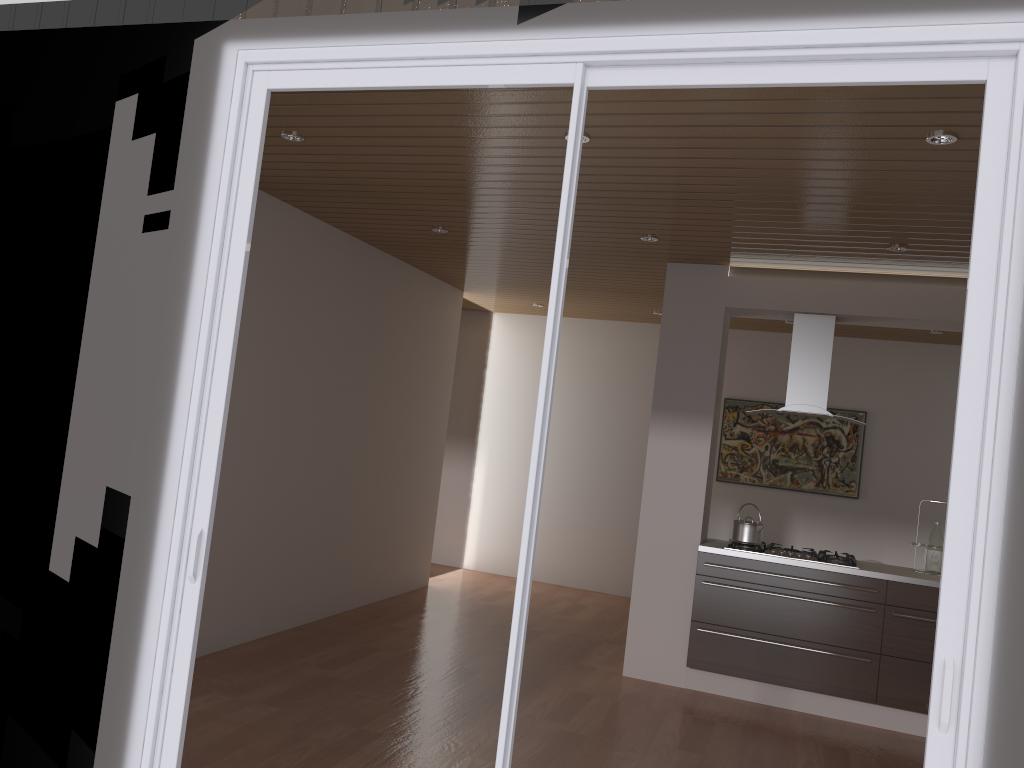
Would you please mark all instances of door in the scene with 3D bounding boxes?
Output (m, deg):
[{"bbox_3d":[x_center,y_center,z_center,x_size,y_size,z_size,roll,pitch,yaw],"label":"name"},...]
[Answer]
[{"bbox_3d":[0.065,0.270,2.471,2.300,2.700,0.101,6,-3,19],"label":"door"}]

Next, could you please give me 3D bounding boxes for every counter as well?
[{"bbox_3d":[2.066,1.097,4.871,2.150,0.036,1.850,6,-3,19],"label":"counter"}]

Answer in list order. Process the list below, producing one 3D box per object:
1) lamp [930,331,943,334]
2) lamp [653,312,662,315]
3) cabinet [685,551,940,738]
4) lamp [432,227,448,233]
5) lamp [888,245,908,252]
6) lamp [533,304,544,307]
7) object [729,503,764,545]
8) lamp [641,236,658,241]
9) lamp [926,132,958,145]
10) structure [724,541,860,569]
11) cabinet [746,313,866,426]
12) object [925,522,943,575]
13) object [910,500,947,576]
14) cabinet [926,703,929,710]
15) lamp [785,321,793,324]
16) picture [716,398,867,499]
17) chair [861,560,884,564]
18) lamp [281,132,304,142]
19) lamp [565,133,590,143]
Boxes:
[{"bbox_3d":[3.513,-0.449,7.334,0.102,0.055,0.102,5,-4,36],"label":"lamp"},{"bbox_3d":[1.340,-0.664,8.089,0.102,0.055,0.102,7,-3,2],"label":"lamp"},{"bbox_3d":[2.013,1.546,4.847,2.150,0.870,1.850,6,-3,19],"label":"cabinet"},{"bbox_3d":[-0.458,-1.003,5.657,0.102,0.055,0.102,7,-3,-9],"label":"lamp"},{"bbox_3d":[2.081,-0.752,4.775,0.102,0.055,0.102,7,-3,-9],"label":"lamp"},{"bbox_3d":[0.254,-0.772,8.466,0.102,0.055,0.102,7,-3,2],"label":"lamp"},{"bbox_3d":[1.501,0.880,5.628,0.221,0.251,0.221,6,-3,12],"label":"object"},{"bbox_3d":[0.811,-0.877,5.216,0.102,0.055,0.102,7,-3,2],"label":"lamp"},{"bbox_3d":[1.539,-0.899,3.172,0.102,0.055,0.102,7,-3,2],"label":"lamp"},{"bbox_3d":[1.778,1.063,5.640,0.797,0.047,0.494,6,-3,19],"label":"structure"},{"bbox_3d":[2.300,0.043,4.945,2.058,1.032,1.399,5,-3,23],"label":"cabinet"},{"bbox_3d":[2.613,1.012,5.473,0.091,0.319,0.091,9,-4,-36],"label":"object"},{"bbox_3d":[2.641,0.953,5.525,0.291,0.453,0.210,5,-3,24],"label":"object"},{"bbox_3d":[1.992,0.796,2.883,1.047,1.948,1.796,6,-3,19],"label":"cabinet"},{"bbox_3d":[2.426,-0.557,7.711,0.102,0.055,0.102,5,-4,36],"label":"lamp"},{"bbox_3d":[2.596,0.591,8.290,1.277,0.801,0.018,6,-3,19],"label":"picture"},{"bbox_3d":[2.331,1.676,6.385,0.608,0.847,0.491,7,-3,-11],"label":"chair"},{"bbox_3d":[-1.001,-1.151,4.054,0.102,0.055,0.102,7,-3,2],"label":"lamp"},{"bbox_3d":[0.269,-1.025,3.613,0.102,0.055,0.102,7,-3,2],"label":"lamp"}]
